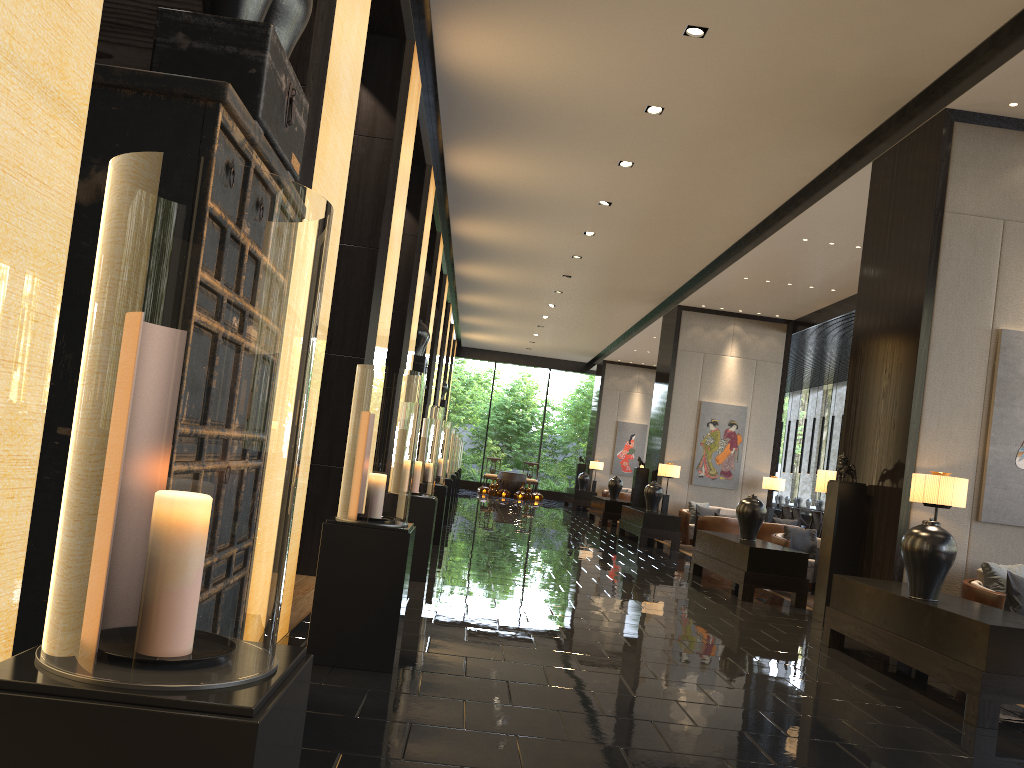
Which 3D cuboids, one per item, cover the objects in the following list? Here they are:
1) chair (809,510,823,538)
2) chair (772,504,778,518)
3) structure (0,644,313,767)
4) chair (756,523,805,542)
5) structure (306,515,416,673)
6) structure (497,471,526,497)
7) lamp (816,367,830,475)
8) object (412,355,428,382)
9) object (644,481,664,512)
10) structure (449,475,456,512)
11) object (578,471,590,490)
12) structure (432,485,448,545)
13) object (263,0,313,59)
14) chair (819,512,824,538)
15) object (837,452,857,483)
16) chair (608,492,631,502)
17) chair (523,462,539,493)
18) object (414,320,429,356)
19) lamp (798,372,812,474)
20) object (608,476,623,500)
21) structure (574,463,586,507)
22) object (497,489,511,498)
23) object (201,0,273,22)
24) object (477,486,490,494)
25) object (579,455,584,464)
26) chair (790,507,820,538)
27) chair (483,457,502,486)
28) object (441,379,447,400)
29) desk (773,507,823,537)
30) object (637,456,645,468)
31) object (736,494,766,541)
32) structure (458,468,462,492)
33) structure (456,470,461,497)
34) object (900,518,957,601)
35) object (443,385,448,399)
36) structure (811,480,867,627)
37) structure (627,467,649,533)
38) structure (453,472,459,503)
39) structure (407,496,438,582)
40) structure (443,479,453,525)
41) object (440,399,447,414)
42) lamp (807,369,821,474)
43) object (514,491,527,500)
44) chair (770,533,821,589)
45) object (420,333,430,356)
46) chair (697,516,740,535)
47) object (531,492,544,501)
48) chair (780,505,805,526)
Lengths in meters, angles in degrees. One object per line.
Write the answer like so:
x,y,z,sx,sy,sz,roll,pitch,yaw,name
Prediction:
5.959,2.857,16.909,0.563,0.825,0.527,7,-3,-2,chair
5.837,3.079,19.624,0.563,0.825,0.527,7,-3,-2,chair
-0.582,0.751,1.359,0.402,0.656,0.403,7,-3,-2,structure
4.099,2.447,13.621,0.804,0.603,0.607,7,-3,-2,chair
-0.713,0.987,4.245,0.402,0.656,0.403,7,-3,-2,structure
-0.032,2.948,25.953,0.875,0.708,0.875,8,-4,-14,structure
6.769,0.766,19.230,0.060,2.416,0.060,8,-2,-37,lamp
-1.296,-0.196,11.680,0.365,0.314,0.607,7,-4,-2,object
2.297,1.818,14.386,0.311,0.492,0.313,6,-3,16,object
-1.244,1.948,15.977,0.402,0.656,0.403,7,-3,-2,structure
1.889,2.557,23.408,0.311,0.492,0.313,6,-3,16,object
-0.979,1.467,10.111,0.402,0.656,0.403,7,-3,-2,structure
-0.866,-1.301,3.102,0.312,0.492,0.311,8,-3,-21,object
5.985,2.810,16.335,0.563,0.825,0.527,7,-3,-2,chair
2.800,0.698,7.409,0.176,0.245,0.116,7,-2,-2,object
2.843,3.076,22.601,0.804,0.603,0.607,7,-3,-2,chair
0.528,2.900,26.664,0.520,1.074,0.537,7,-2,-2,chair
-1.248,-0.611,11.533,0.313,0.492,0.311,9,-3,-36,object
6.722,0.851,20.262,0.060,2.416,0.060,8,-2,-37,lamp
2.123,2.133,18.234,0.311,0.492,0.313,6,-3,16,object
1.918,2.886,25.307,0.240,1.215,0.240,7,-2,-2,structure
-0.224,3.089,25.050,0.369,0.229,0.371,6,-4,20,object
-0.851,-1.329,2.770,0.311,0.492,0.312,7,-3,-6,object
-0.802,3.065,25.607,0.369,0.229,0.371,6,-4,15,object
1.988,2.165,25.324,0.176,0.245,0.116,7,-2,3,object
5.911,2.945,17.979,0.563,0.825,0.527,7,-3,-2,chair
-0.590,2.755,26.616,0.520,1.074,0.537,7,-2,-2,chair
-1.646,0.110,20.341,0.312,0.492,0.311,9,-3,-28,object
6.563,2.504,11.656,1.780,0.758,28.808,7,-5,-2,desk
2.389,1.444,16.366,0.162,0.217,0.102,8,-2,-14,object
2.524,1.408,9.370,0.312,0.492,0.311,8,-3,-21,object
-1.643,2.668,24.776,0.402,0.656,0.403,7,-3,-2,structure
-1.510,2.428,21.843,0.402,0.656,0.403,7,-3,-2,structure
2.517,1.056,5.364,0.311,0.492,0.313,6,-3,16,object
-1.661,0.137,20.673,0.312,0.492,0.311,8,-3,-21,object
2.729,1.420,7.386,0.240,1.215,0.240,7,-2,-2,structure
2.324,2.152,16.334,0.240,1.215,0.240,7,-2,-2,structure
-1.377,2.188,18.910,0.402,0.656,0.403,7,-3,-2,structure
-0.846,1.227,7.178,0.402,0.656,0.403,7,-3,-2,structure
-1.111,1.708,13.044,0.402,0.656,0.403,7,-3,-2,structure
-1.695,0.525,20.488,0.365,0.314,0.607,7,-4,-2,object
6.746,0.808,19.738,0.060,2.416,0.060,8,-2,-37,lamp
0.232,3.148,25.074,0.369,0.229,0.371,7,-4,0,object
3.322,2.046,10.149,0.804,0.603,0.607,7,-3,-2,chair
-1.263,-0.584,11.865,0.312,0.492,0.311,8,-3,-21,object
3.251,2.338,13.585,0.804,0.603,0.607,7,-3,-2,chair
0.728,3.261,25.654,0.371,0.229,0.369,9,-5,-30,object
5.885,2.992,18.554,0.563,0.825,0.527,7,-3,-2,chair
